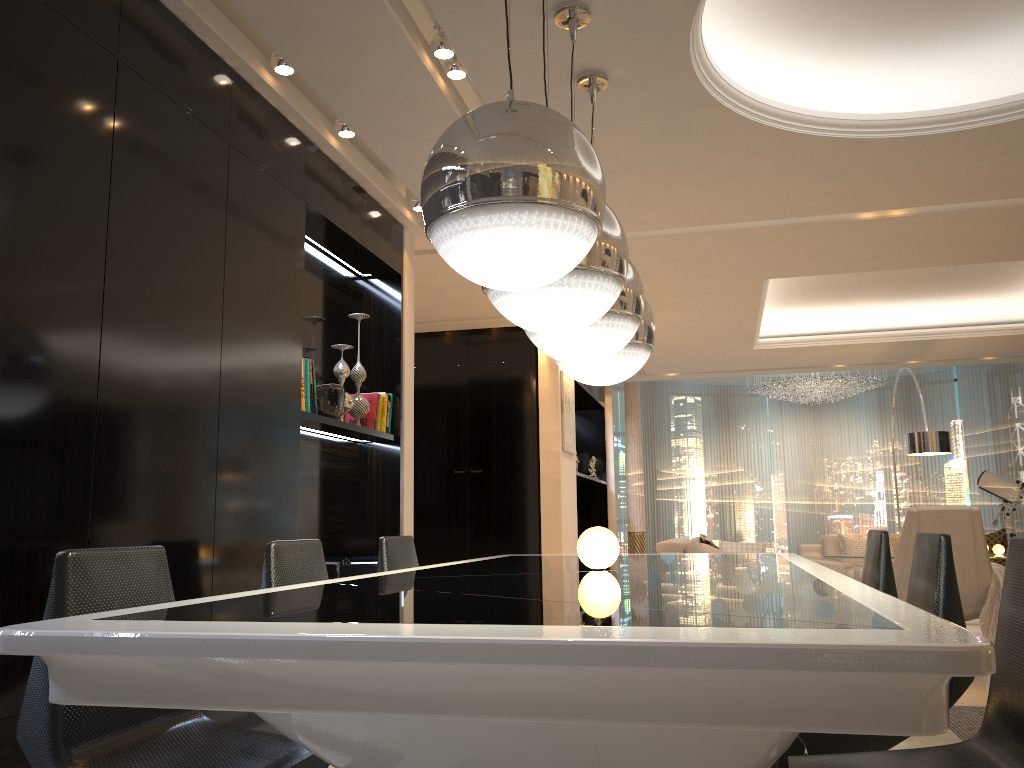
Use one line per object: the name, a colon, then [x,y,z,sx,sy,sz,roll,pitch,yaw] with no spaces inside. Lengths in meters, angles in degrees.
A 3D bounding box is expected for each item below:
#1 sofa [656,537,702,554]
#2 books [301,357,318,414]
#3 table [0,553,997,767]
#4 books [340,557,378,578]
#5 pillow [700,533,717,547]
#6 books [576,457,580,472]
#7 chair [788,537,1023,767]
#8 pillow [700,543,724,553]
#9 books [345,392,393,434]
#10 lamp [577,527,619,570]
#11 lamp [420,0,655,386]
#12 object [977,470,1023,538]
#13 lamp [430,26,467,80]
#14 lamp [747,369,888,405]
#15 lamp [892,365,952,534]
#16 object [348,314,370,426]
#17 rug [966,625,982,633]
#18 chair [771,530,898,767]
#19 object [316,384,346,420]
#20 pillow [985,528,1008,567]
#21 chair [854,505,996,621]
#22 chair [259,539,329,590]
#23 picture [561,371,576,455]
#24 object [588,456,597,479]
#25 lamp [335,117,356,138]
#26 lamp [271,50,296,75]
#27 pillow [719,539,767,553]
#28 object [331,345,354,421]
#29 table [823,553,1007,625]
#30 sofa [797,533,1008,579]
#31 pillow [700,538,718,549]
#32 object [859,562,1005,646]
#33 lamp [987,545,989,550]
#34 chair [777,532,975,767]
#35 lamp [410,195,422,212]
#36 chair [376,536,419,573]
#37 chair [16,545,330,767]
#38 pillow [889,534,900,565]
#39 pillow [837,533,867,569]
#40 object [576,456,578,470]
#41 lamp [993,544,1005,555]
sofa: [2.008,1.834,8.381,1.145,0.754,2.328,-3,-9,13]
books: [-0.993,0.002,3.953,0.210,0.270,0.236,-3,-9,13]
table: [0.246,0.907,2.460,1.293,0.759,3.031,-3,-9,13]
books: [-0.761,1.061,4.658,0.222,0.296,0.345,-3,-9,13]
pillow: [2.010,1.681,8.817,0.255,0.399,0.526,-3,-9,13]
books: [0.571,0.867,9.344,0.260,0.197,0.296,-3,-9,16]
chair: [0.697,0.699,1.506,0.496,0.858,0.523,-3,-9,13]
pillow: [1.851,1.588,7.917,0.351,0.329,0.521,-3,-9,13]
books: [-0.780,0.156,4.836,0.189,0.238,0.290,-3,-9,12]
lamp: [0.255,0.485,2.621,0.125,0.125,0.125,4,-10,-26]
lamp: [0.161,-0.706,2.707,0.408,1.226,1.827,-3,-9,13]
object: [5.786,1.722,10.271,0.616,1.471,0.570,-4,-10,19]
lamp: [-0.241,-1.299,3.469,0.107,0.127,0.271,-3,-9,13]
lamp: [4.173,-0.049,12.193,2.109,0.685,2.109,5,-11,-31]
lamp: [4.178,1.043,9.217,0.393,2.519,2.009,-3,-9,13]
object: [-0.810,-0.060,4.676,0.121,0.612,0.121,-2,-9,8]
rug: [3.929,2.090,7.796,2.900,0.020,1.661,-3,-9,13]
chair: [1.095,0.957,3.155,0.496,0.858,0.523,-3,-9,13]
object: [-0.904,0.097,4.240,0.193,0.177,0.375,-3,-9,14]
pillow: [4.777,1.694,9.073,0.575,0.436,0.301,-10,-13,44]
chair: [3.067,1.387,6.431,1.027,0.991,0.983,-3,-9,12]
chair: [-0.420,0.877,2.521,0.496,0.858,0.523,-3,-9,13]
picture: [0.515,0.265,8.109,0.027,0.729,0.610,-3,-9,13]
object: [0.964,1.012,10.577,0.116,0.293,0.182,-2,-9,10]
lamp: [-0.757,-1.196,4.068,0.107,0.127,0.107,0,-9,-5]
lamp: [-0.895,-1.286,3.494,0.107,0.127,0.107,0,-9,-5]
pillow: [2.326,1.739,9.033,0.521,0.325,0.281,-5,-10,23]
object: [-0.869,0.014,4.521,0.121,0.416,0.121,-2,-9,8]
table: [3.903,1.802,7.858,2.140,0.565,0.999,-3,-9,12]
sofa: [4.214,1.932,9.185,2.328,0.754,1.145,-3,-9,13]
pillow: [1.946,1.624,8.365,0.323,0.355,0.524,-3,-9,14]
object: [3.283,1.580,6.405,0.972,0.580,1.347,7,-12,-39]
lamp: [4.111,1.440,7.771,0.115,0.115,0.115,-8,-12,38]
chair: [0.894,0.827,2.322,0.496,0.858,0.523,-3,-9,13]
lamp: [-0.525,-1.045,5.033,0.107,0.127,0.107,0,-9,-5]
chair: [-0.223,1.005,3.337,0.496,0.858,0.523,-3,-9,13]
chair: [-0.606,0.755,1.746,0.496,0.858,0.523,-3,-9,13]
pillow: [4.099,1.750,9.330,0.587,0.429,0.288,1,-9,-12]
pillow: [3.705,1.767,9.392,0.463,0.380,0.222,-4,-10,18]
object: [0.715,1.020,10.592,0.147,0.317,0.147,-3,-9,15]
lamp: [4.246,1.446,7.738,0.090,0.091,0.090,4,-10,-26]
